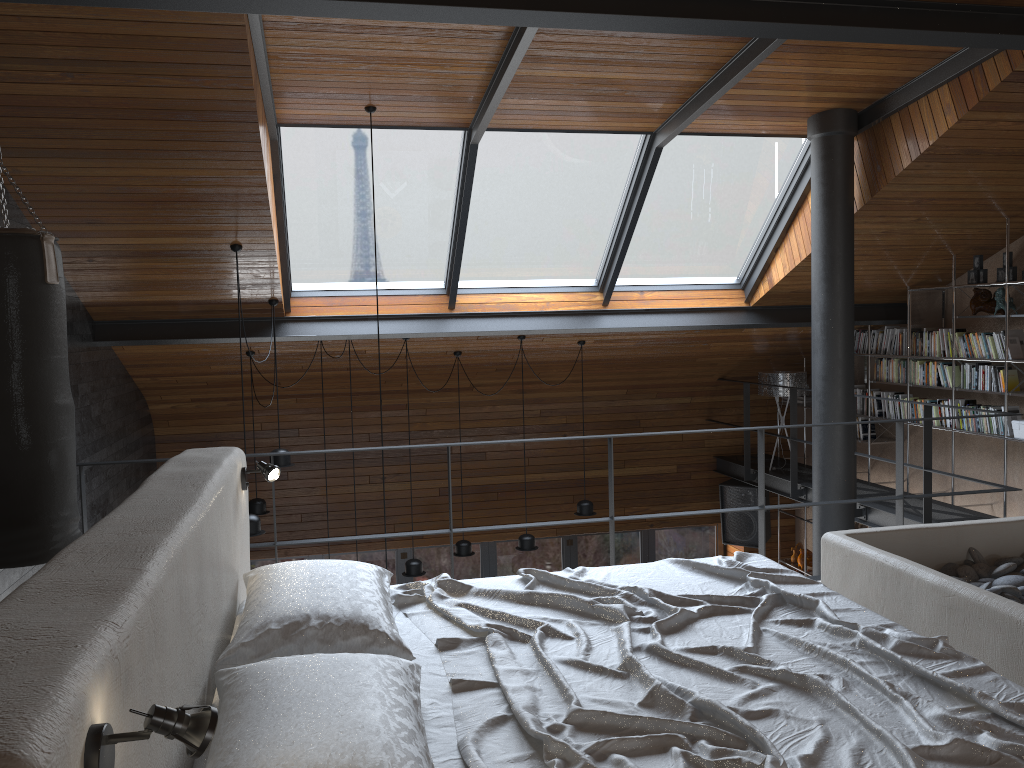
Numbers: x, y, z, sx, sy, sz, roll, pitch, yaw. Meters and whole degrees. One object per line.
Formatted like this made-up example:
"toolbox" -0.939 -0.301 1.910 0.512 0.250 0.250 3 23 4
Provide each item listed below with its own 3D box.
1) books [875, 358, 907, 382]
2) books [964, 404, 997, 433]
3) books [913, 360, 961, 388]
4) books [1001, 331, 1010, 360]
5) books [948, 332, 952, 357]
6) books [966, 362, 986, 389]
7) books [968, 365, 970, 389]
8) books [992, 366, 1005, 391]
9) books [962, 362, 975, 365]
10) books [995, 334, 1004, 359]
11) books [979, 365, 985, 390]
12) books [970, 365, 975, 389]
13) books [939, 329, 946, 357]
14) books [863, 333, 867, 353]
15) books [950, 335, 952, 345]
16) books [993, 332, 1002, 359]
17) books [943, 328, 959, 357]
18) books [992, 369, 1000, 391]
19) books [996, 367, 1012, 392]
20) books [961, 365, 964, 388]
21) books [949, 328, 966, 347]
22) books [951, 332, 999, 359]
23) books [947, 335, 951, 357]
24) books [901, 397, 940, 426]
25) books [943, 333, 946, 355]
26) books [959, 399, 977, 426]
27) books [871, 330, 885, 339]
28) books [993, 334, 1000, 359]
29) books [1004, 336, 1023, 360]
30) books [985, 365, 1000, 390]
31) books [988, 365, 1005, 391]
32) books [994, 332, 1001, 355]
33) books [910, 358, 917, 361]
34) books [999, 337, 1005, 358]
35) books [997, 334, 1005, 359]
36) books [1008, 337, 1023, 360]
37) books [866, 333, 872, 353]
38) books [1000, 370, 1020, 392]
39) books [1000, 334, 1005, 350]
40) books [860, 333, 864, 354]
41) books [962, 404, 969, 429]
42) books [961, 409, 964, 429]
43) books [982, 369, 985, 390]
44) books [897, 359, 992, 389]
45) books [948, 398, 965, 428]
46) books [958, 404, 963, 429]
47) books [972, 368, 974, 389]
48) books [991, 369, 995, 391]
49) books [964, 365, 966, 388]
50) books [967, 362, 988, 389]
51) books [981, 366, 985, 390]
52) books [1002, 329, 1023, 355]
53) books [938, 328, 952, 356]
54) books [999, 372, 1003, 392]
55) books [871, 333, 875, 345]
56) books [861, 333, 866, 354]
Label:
"books" 3.470 -0.132 8.118 0.130 0.216 0.311 -2 4 -12
"books" 3.733 0.271 7.037 0.136 0.210 0.273 -2 4 -12
"books" 3.603 -0.088 7.480 0.139 0.208 0.494 -2 4 -12
"books" 3.792 -0.295 6.695 0.161 0.215 0.092 -2 4 -12
"books" 3.658 -0.325 7.283 0.149 0.205 0.049 -2 4 -13
"books" 3.736 -0.071 7.133 0.191 0.207 0.012 -2 4 -12
"books" 3.723 -0.060 7.107 0.148 0.190 0.013 -2 4 -12
"books" 3.771 -0.044 6.856 0.129 0.188 0.010 -2 4 -12
"books" 3.732 -0.074 7.186 0.207 0.207 0.010 -2 4 -12
"books" 3.758 -0.287 6.745 0.127 0.192 0.079 -2 4 -12
"books" 3.737 -0.052 6.967 0.148 0.190 0.013 -2 4 -12
"books" 3.729 -0.057 7.078 0.160 0.187 0.021 -2 4 -12
"books" 3.620 -0.342 7.350 0.148 0.233 0.053 -2 4 -12
"books" 3.407 -0.390 8.414 0.125 0.204 0.072 -2 4 -12
"books" 3.656 -0.311 7.256 0.131 0.180 0.042 -2 4 -12
"books" 3.779 -0.298 6.782 0.164 0.209 0.084 -2 4 -12
"books" 3.631 -0.340 7.303 0.148 0.233 0.053 -2 4 -12
"books" 3.772 -0.030 6.816 0.148 0.167 0.053 -2 4 -12
"books" 3.771 -0.037 6.773 0.129 0.186 0.050 -2 4 -12
"books" 3.698 -0.064 7.168 0.148 0.190 0.013 -2 4 -12
"books" 3.668 -0.339 7.275 0.148 0.233 0.053 -2 4 -12
"books" 3.695 -0.306 7.007 0.139 0.206 0.497 -2 4 -12
"books" 3.650 -0.313 7.292 0.131 0.180 0.042 -2 4 -13
"books" 3.574 0.234 7.670 0.139 0.211 0.467 -2 4 -12
"books" 3.641 -0.325 7.333 0.139 0.201 0.057 -2 4 -12
"books" 3.709 0.245 7.191 0.148 0.233 0.053 -2 4 -12
"books" 3.417 -0.396 8.317 0.122 0.227 0.076 -2 4 -12
"books" 3.761 -0.290 6.788 0.127 0.192 0.079 -2 4 -12
"books" 3.777 -0.274 6.672 0.117 0.176 0.074 -2 4 -12
"books" 3.762 -0.052 6.923 0.146 0.195 0.023 -2 4 -12
"books" 3.765 -0.047 6.892 0.148 0.190 0.013 -2 4 -12
"books" 3.782 -0.298 6.772 0.170 0.209 0.082 -2 4 -13
"books" 3.562 -0.118 7.839 0.143 0.218 0.020 -2 4 -12
"books" 3.767 -0.272 6.719 0.119 0.166 0.072 -2 4 -12
"books" 3.768 -0.287 6.736 0.127 0.192 0.079 -2 4 -12
"books" 3.774 -0.271 6.659 0.112 0.169 0.068 -2 4 -12
"books" 3.408 -0.383 8.362 0.111 0.194 0.059 -2 4 -12
"books" 3.789 -0.024 6.744 0.129 0.165 0.056 -2 4 -12
"books" 3.778 -0.287 6.709 0.125 0.200 0.088 -2 4 -12
"books" 3.387 -0.389 8.452 0.127 0.197 0.063 -2 4 -12
"books" 3.708 0.263 7.162 0.137 0.201 0.047 -2 4 -12
"books" 3.697 0.273 7.173 0.131 0.180 0.042 -2 4 -12
"books" 3.746 -0.036 6.941 0.143 0.161 0.019 -2 4 -12
"books" 3.617 -0.094 7.506 0.138 0.212 1.040 -2 4 -12
"books" 3.671 0.238 7.300 0.143 0.236 0.062 -2 4 -12
"books" 3.699 0.259 7.200 0.149 0.205 0.049 -2 4 -13
"books" 3.717 -0.045 7.051 0.130 0.169 0.010 -2 4 -12
"books" 3.761 -0.030 6.828 0.130 0.167 0.046 -2 4 -12
"books" 3.720 -0.062 7.144 0.169 0.189 0.018 -2 4 -12
"books" 3.743 -0.069 7.123 0.192 0.204 0.012 -2 4 -12
"books" 3.745 -0.051 6.955 0.148 0.190 0.013 -2 4 -12
"books" 3.805 -0.307 6.691 0.177 0.209 0.082 -2 4 -12
"books" 3.630 -0.346 7.383 0.143 0.236 0.062 -2 4 -12
"books" 3.783 -0.017 6.759 0.131 0.147 0.045 -2 4 -12
"books" 3.413 -0.380 8.307 0.111 0.194 0.059 -2 4 -12
"books" 3.397 -0.389 8.442 0.127 0.197 0.063 -2 4 -12
